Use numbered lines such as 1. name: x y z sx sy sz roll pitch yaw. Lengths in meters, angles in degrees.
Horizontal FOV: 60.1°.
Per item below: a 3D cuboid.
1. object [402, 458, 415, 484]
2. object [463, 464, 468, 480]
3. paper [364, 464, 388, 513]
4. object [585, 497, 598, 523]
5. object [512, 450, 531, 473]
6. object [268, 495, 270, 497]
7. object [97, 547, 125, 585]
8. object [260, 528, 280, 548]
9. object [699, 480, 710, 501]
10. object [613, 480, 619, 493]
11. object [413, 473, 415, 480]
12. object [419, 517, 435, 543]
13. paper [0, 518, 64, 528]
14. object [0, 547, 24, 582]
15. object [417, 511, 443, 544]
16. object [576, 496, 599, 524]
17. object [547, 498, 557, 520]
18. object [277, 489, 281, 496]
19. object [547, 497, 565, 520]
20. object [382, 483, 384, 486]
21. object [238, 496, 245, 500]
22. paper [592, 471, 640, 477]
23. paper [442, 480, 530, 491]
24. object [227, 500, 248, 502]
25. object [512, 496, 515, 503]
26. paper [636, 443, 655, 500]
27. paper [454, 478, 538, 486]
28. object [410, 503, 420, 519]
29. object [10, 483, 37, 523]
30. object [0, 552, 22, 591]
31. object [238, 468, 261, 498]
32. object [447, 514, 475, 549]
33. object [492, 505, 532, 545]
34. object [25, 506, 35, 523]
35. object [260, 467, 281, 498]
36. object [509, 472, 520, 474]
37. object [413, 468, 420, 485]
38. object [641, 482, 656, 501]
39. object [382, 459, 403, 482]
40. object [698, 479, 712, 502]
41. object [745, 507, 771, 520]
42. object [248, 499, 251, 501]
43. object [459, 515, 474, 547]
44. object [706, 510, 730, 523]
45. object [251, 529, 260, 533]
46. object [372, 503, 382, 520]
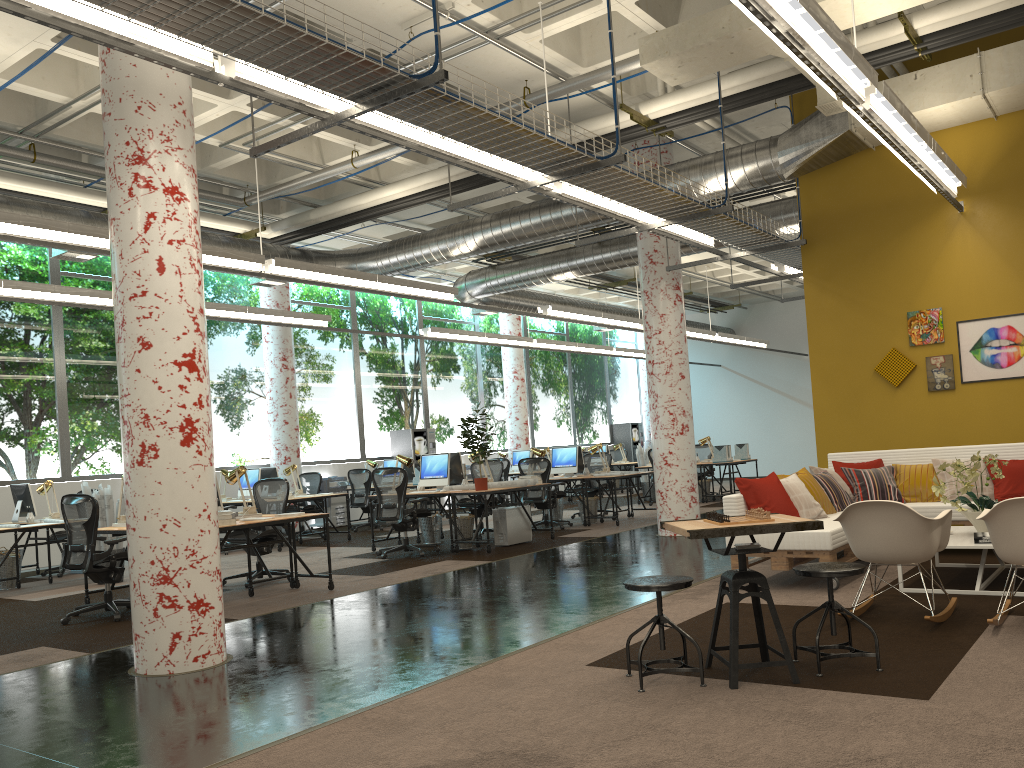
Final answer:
1. object: -2.037 1.639 16.632 0.485 0.484 0.189 -6 -3 36
2. object: -0.974 1.620 16.160 0.281 0.302 0.150 -6 -3 36
3. paper: -2.629 2.098 17.268 0.441 1.196 0.412 -4 -2 14
4. object: 1.229 1.953 13.743 0.236 0.402 0.119 -6 -2 37
5. object: 0.223 1.686 19.261 0.485 0.484 0.189 -6 -3 36
6. object: -3.979 1.834 14.475 0.059 0.029 0.106 -7 -5 37
7. object: -4.634 2.101 10.200 0.353 0.398 0.354 -4 -3 -9
8. object: -3.652 2.249 13.356 0.359 0.434 0.353 -6 -3 33
9. object: 3.667 2.028 16.888 0.236 0.402 0.119 -6 -2 37
10. object: 2.539 2.485 21.757 0.236 0.402 0.119 -6 -2 37
11. object: -1.791 1.741 16.380 0.101 0.209 0.102 -4 -2 -9
12. object: -1.148 1.958 11.963 0.236 0.402 0.119 -6 -2 37
13. paper: -5.480 1.592 10.123 0.569 0.061 0.626 -7 -5 34
14. object: -6.366 2.271 11.213 0.359 0.434 0.353 -6 -3 33
15. object: -1.098 1.946 12.024 0.359 0.434 0.353 -6 -3 33
16. object: 1.177 1.938 13.682 0.359 0.434 0.353 -6 -3 33
17. object: 0.656 2.054 14.525 0.236 0.402 0.119 -6 -2 37
18. object: -3.643 1.674 13.865 0.101 0.209 0.102 -4 -2 -9
19. object: 0.706 2.041 14.586 0.359 0.434 0.353 -6 -3 33
20. object: -2.366 1.774 16.297 0.101 0.209 0.102 -4 -2 -9
21. object: -4.217 1.708 13.781 0.101 0.209 0.102 -4 -2 -9
22. paper: 1.592 1.362 13.496 0.569 0.061 0.626 -7 -5 34
23. paper: -0.335 1.260 10.981 1.135 0.082 0.083 -5 -3 11
24. object: -4.128 1.764 13.367 0.440 0.017 0.118 -7 -5 36
25. object: 0.041 2.516 19.924 0.236 0.402 0.119 -6 -2 37
26. paper: 2.787 1.796 18.224 0.441 1.196 0.412 -4 -2 14
27. paper: -0.235 1.264 11.115 1.134 0.082 0.083 -4 -3 1
28. object: -1.749 2.330 15.932 0.236 0.402 0.119 -6 -2 37
29. object: -6.131 1.492 11.070 0.485 0.484 0.189 -6 -3 36
30. object: -5.895 2.168 10.309 0.359 0.434 0.353 -6 -3 33
31. object: -3.991 1.534 13.536 0.485 0.484 0.189 -6 -3 36
32. object: -0.627 1.843 11.120 0.359 0.434 0.353 -6 -3 33
33. object: 0.012 1.811 11.373 0.221 0.454 0.541 -5 -3 36
34. object: -5.886 1.593 10.817 0.101 0.209 0.102 -4 -2 -9
35. object: -3.888 1.572 14.117 0.485 0.484 0.189 -6 -3 36
36. object: 0.087 1.916 19.092 0.440 0.017 0.118 -7 -5 36
37. object: -1.573 1.599 15.345 0.281 0.302 0.150 -6 -3 36
38. object: 2.839 2.205 18.213 0.353 0.398 0.354 -4 -3 -9
39. object: -2.351 1.992 16.220 1.080 1.207 0.190 -6 -2 37
40. object: 3.615 2.013 16.828 0.359 0.434 0.353 -6 -3 33
41. object: 1.217 0.636 4.390 0.056 0.053 0.251 -4 -4 -3
42. object: -3.869 1.724 13.166 0.059 0.029 0.106 -7 -5 37
43. object: -0.576 1.857 11.181 0.236 0.402 0.119 -6 -2 37
44. object: 1.016 0.649 4.378 0.056 0.053 0.250 -4 -4 -4
45. object: -4.123 2.352 14.260 0.359 0.434 0.353 -6 -3 33
46. object: -2.577 2.507 17.257 0.352 0.398 0.354 -2 -3 -35
